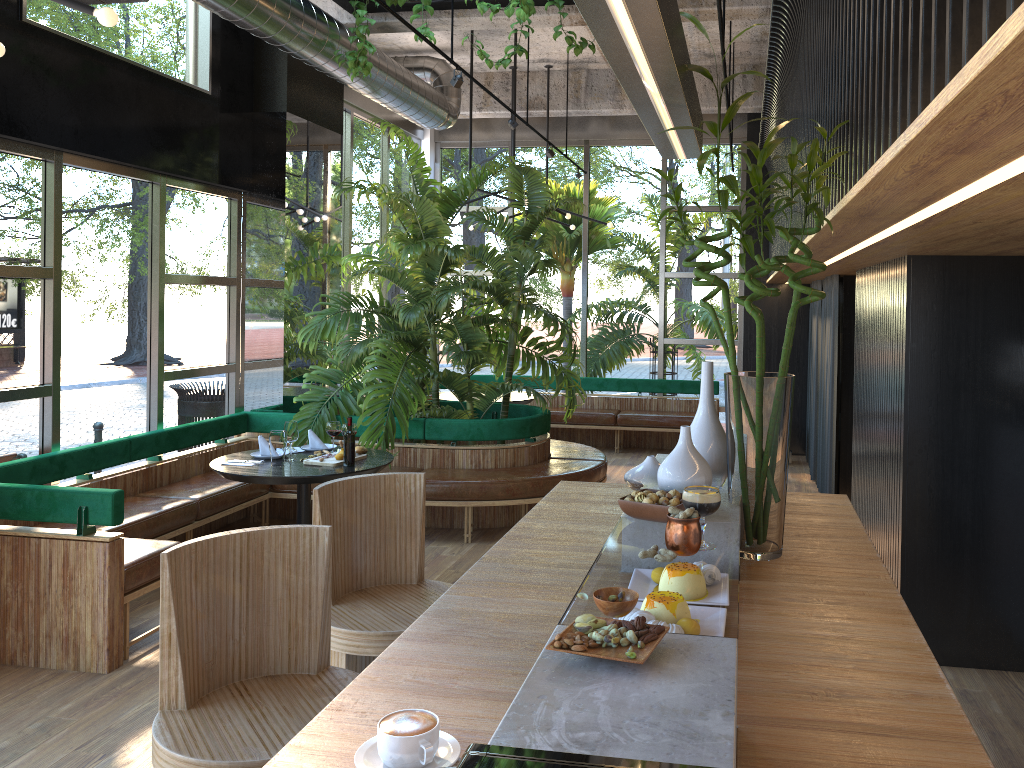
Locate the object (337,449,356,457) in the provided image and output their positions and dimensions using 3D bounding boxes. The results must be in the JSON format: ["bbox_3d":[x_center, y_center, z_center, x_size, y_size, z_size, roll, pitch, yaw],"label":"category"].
[{"bbox_3d":[-1.062,0.435,5.663,0.064,0.038,0.193,-3,6,-43],"label":"object"}]

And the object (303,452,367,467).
[{"bbox_3d":[-1.106,0.471,5.571,0.232,0.019,0.365,3,6,23],"label":"object"}]

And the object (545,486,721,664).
[{"bbox_3d":[0.255,0.340,1.747,0.205,0.134,0.827,2,5,20],"label":"object"}]

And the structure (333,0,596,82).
[{"bbox_3d":[-0.251,-2.905,6.298,2.076,1.511,1.481,4,4,42],"label":"structure"}]

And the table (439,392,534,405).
[{"bbox_3d":[-0.294,0.504,9.496,1.116,0.748,1.088,0,4,-8],"label":"table"}]

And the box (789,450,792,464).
[{"bbox_3d":[2.967,0.661,9.970,0.331,0.441,0.281,1,2,1],"label":"box"}]

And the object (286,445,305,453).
[{"bbox_3d":[-1.483,0.433,5.923,0.164,0.019,0.246,-2,6,-27],"label":"object"}]

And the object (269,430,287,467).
[{"bbox_3d":[-1.418,0.390,5.377,0.110,0.209,0.100,-1,2,-43],"label":"object"}]

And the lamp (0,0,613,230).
[{"bbox_3d":[-0.483,-1.873,1.163,5.000,1.816,19.311,2,5,14],"label":"lamp"}]

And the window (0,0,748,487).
[{"bbox_3d":[-1.828,-1.614,1.144,4.070,6.470,20.800,1,5,15],"label":"window"}]

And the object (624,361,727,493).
[{"bbox_3d":[0.522,0.136,2.594,0.329,0.396,0.307,-1,3,-29],"label":"object"}]

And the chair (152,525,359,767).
[{"bbox_3d":[-0.621,0.912,2.284,0.559,0.966,0.536,0,2,-13],"label":"chair"}]

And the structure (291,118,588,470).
[{"bbox_3d":[-0.533,-0.632,7.870,2.445,3.426,2.665,1,2,-3],"label":"structure"}]

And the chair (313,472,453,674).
[{"bbox_3d":[-0.411,0.841,3.083,0.530,0.966,0.566,2,2,22],"label":"chair"}]

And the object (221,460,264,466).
[{"bbox_3d":[-1.625,0.477,5.425,0.251,0.019,0.161,2,5,11],"label":"object"}]

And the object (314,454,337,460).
[{"bbox_3d":[-1.161,0.454,5.576,0.099,0.013,0.227,3,6,18],"label":"object"}]

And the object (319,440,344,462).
[{"bbox_3d":[-1.110,0.409,5.472,0.141,0.123,0.099,0,3,-7],"label":"object"}]

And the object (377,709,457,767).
[{"bbox_3d":[-0.140,0.550,1.363,0.134,0.063,0.110,0,4,-9],"label":"object"}]

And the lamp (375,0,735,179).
[{"bbox_3d":[-0.344,-2.439,5.566,3.731,1.525,10.233,2,5,11],"label":"lamp"}]

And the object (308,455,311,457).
[{"bbox_3d":[-1.277,0.461,5.650,0.032,0.019,0.039,3,5,25],"label":"object"}]

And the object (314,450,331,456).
[{"bbox_3d":[-1.218,0.450,5.735,0.095,0.028,0.132,3,6,27],"label":"object"}]

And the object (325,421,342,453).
[{"bbox_3d":[-1.179,0.352,5.863,0.102,0.200,0.102,1,2,1],"label":"object"}]

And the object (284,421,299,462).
[{"bbox_3d":[-1.381,0.356,5.544,0.093,0.244,0.092,1,1,-5],"label":"object"}]

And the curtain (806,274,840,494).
[{"bbox_3d":[3.036,-0.033,8.739,0.119,2.051,3.344,1,4,15],"label":"curtain"}]

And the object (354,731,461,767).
[{"bbox_3d":[-0.160,0.578,1.368,0.158,0.020,0.163,2,5,9],"label":"object"}]

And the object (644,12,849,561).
[{"bbox_3d":[0.685,-0.283,2.543,0.613,1.545,0.643,0,2,-39],"label":"object"}]

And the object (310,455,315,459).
[{"bbox_3d":[-1.254,0.462,5.581,0.032,0.031,0.041,3,4,37],"label":"object"}]

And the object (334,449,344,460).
[{"bbox_3d":[-1.060,0.431,5.557,0.098,0.064,0.166,0,5,-16],"label":"object"}]

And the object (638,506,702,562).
[{"bbox_3d":[0.355,0.333,1.993,0.160,0.106,0.086,-2,3,-32],"label":"object"}]

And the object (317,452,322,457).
[{"bbox_3d":[-1.230,0.454,5.671,0.032,0.032,0.038,1,3,10],"label":"object"}]

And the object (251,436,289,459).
[{"bbox_3d":[-1.547,0.400,5.677,0.235,0.138,0.232,1,4,-4],"label":"object"}]

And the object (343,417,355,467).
[{"bbox_3d":[-0.990,0.349,5.407,0.066,0.298,0.071,1,1,29],"label":"object"}]

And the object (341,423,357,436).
[{"bbox_3d":[-1.064,0.360,5.799,0.102,0.200,0.102,1,2,1],"label":"object"}]

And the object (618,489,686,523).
[{"bbox_3d":[0.392,0.315,2.369,0.187,0.072,0.235,4,6,32],"label":"object"}]

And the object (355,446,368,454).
[{"bbox_3d":[-0.981,0.430,5.750,0.057,0.071,0.213,1,5,5],"label":"object"}]

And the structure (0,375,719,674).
[{"bbox_3d":[-0.782,0.890,0.995,5.929,1.543,20.548,2,5,14],"label":"structure"}]

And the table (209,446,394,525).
[{"bbox_3d":[-1.314,0.850,5.601,1.134,0.748,1.070,-1,4,-19],"label":"table"}]

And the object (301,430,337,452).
[{"bbox_3d":[-1.296,0.377,5.968,0.235,0.138,0.232,1,4,-4],"label":"object"}]

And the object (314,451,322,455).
[{"bbox_3d":[-1.263,0.448,5.771,0.023,0.025,0.048,3,5,31],"label":"object"}]

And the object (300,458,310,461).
[{"bbox_3d":[-1.300,0.474,5.548,0.061,0.013,0.151,2,5,9],"label":"object"}]
